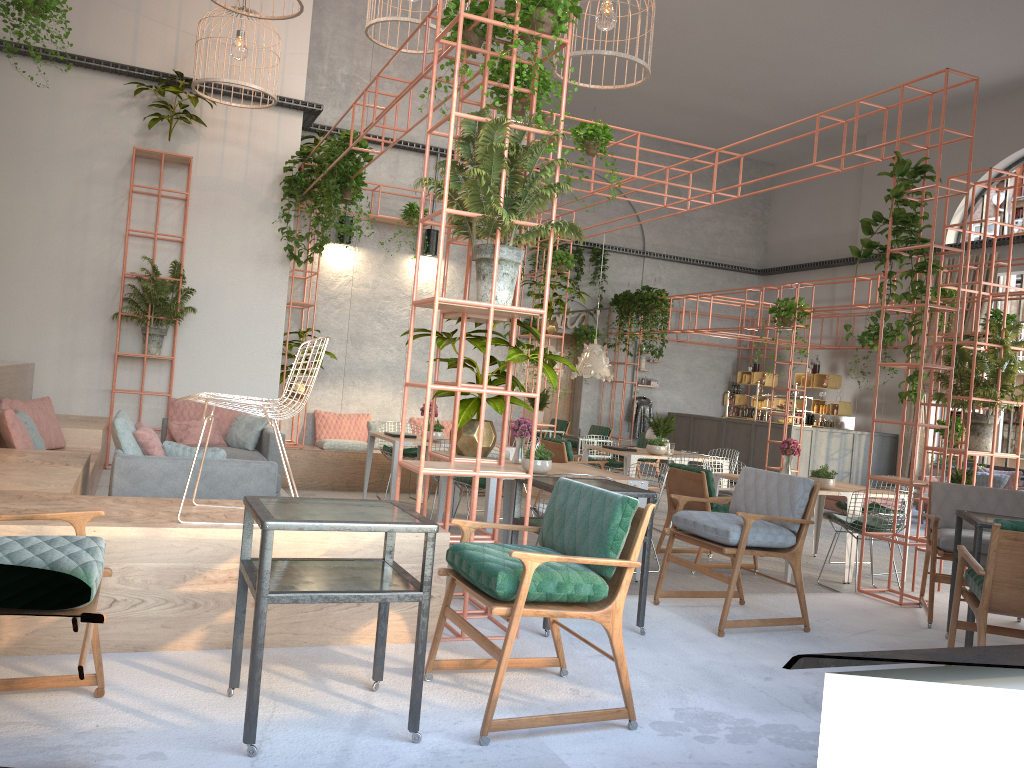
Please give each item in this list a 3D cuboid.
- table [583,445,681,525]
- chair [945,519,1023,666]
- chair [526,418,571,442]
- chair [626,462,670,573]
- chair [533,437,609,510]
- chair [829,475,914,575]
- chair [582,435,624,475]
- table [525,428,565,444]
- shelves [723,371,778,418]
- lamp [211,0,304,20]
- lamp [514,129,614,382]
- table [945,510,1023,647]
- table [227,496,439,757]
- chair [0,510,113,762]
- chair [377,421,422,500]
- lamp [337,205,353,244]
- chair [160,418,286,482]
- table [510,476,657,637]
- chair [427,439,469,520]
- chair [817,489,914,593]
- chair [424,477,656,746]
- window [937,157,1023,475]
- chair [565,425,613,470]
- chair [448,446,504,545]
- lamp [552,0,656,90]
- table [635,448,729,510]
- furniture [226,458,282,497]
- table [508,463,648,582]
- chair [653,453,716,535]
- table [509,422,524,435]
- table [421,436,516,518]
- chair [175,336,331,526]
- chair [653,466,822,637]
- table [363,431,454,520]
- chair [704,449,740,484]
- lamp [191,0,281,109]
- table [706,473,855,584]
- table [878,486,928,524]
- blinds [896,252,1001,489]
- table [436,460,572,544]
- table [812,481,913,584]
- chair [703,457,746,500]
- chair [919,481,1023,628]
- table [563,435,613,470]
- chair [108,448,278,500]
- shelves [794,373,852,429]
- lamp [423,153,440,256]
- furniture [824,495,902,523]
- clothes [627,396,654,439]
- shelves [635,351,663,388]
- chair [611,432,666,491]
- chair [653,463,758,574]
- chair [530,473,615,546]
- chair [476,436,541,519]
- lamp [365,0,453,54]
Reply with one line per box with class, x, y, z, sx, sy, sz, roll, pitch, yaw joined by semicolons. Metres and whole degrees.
table;1.434;1.243;10.988;0.694;0.830;1.205;5;0;-23
chair;2.506;1.098;4.145;0.722;0.917;0.685;5;0;17
chair;0.699;1.156;17.791;0.685;0.930;0.722;5;0;-23
chair;0.988;1.153;7.859;0.717;0.941;0.565;5;0;-26
chair;0.731;1.140;10.801;0.685;0.917;0.722;5;0;-23
chair;3.618;1.386;8.910;0.717;0.941;0.565;5;0;-26
chair;1.254;1.183;11.937;0.565;0.941;0.717;5;0;-21
table;0.507;1.203;15.826;0.635;0.798;0.602;5;0;-23
shelves;5.393;0.650;19.840;0.328;1.838;1.750;5;0;-23
lamp;-2.190;-5.220;8.054;0.883;3.476;0.883;5;0;30
lamp;0.771;-2.121;15.871;0.704;4.052;4.456;5;0;-23
table;2.911;1.193;5.123;0.602;0.798;0.635;5;0;17
table;-0.695;0.873;3.364;0.635;0.798;0.602;5;0;-23
chair;-1.701;0.720;2.945;0.685;0.929;0.722;5;0;-23
chair;-1.341;0.953;10.848;0.565;0.941;0.717;5;0;-21
lamp;-2.189;-2.606;11.911;0.179;1.425;0.185;5;0;-23
chair;-2.944;0.743;8.942;1.127;0.672;1.052;5;0;-23
table;0.380;0.970;5.093;0.635;0.798;0.602;5;0;-23
chair;-0.620;1.014;9.138;0.565;0.941;0.717;5;0;-6
chair;3.061;1.335;7.665;0.565;0.941;0.717;5;0;-6
chair;0.102;0.880;3.702;0.685;0.929;0.722;5;0;-23
window;8.896;-1.241;14.451;0.089;5.538;4.127;5;0;-23
chair;1.366;1.211;16.192;0.685;0.930;0.722;5;0;-23
chair;-0.289;1.042;8.324;0.565;0.941;0.717;5;0;-21
lamp;0.948;-4.524;7.965;0.883;3.476;0.883;5;0;30
table;2.073;1.299;11.260;0.694;0.830;1.214;5;0;-23
furniture;-2.540;0.890;7.668;0.941;0.446;0.975;5;0;-23
table;0.528;1.157;7.647;0.694;0.830;1.214;5;0;-23
chair;1.975;1.244;10.227;0.565;0.941;0.717;5;0;-6
table;-0.168;1.146;17.445;0.635;0.798;0.602;5;0;-23
table;-0.522;1.069;10.171;0.694;0.830;1.214;5;0;-23
chair;-1.307;0.197;4.422;0.717;0.941;0.565;5;0;-14
chair;1.399;0.997;5.509;0.685;0.929;0.722;5;0;-23
table;-1.160;1.012;9.899;0.694;0.830;1.205;5;0;-23
chair;2.531;1.295;11.472;0.717;0.941;0.565;5;0;-26
lamp;-2.852;-4.856;9.612;0.883;3.476;0.883;5;0;30
table;2.519;1.346;8.426;0.694;0.830;1.205;5;0;-23
table;6.174;1.868;13.746;0.520;0.455;0.916;5;0;-23
blinds;8.259;-0.055;14.353;0.414;4.389;4.957;5;0;-22
table;-0.109;1.101;7.375;0.694;0.830;1.205;5;0;-23
table;3.158;1.402;8.699;0.694;0.830;1.214;5;0;-23
chair;2.340;1.275;9.375;0.565;0.941;0.717;5;0;-21
chair;3.161;1.160;5.936;0.722;0.914;0.685;5;0;17
table;1.181;1.259;14.207;0.635;0.798;0.602;5;0;-23
chair;-2.285;0.754;6.314;1.056;0.586;1.127;5;0;-23
shelves;6.131;0.712;18.068;0.328;1.838;1.750;5;0;-23
lamp;-1.079;-2.508;12.377;0.179;1.425;0.185;5;0;-23
furniture;5.103;1.774;13.253;0.941;0.446;0.976;5;0;-23
clothes;2.905;0.781;19.764;0.625;0.997;0.366;5;0;-43
shelves;3.059;-0.325;19.789;0.560;0.790;0.186;5;0;-23
chair;2.046;1.268;14.558;0.685;0.929;0.722;5;0;-23
chair;1.817;1.231;8.239;0.685;0.917;0.722;5;0;-23
chair;0.432;1.102;6.614;0.565;0.941;0.717;5;0;-6
chair;-0.063;1.065;10.383;0.717;0.941;0.565;5;0;-26
lamp;-0.931;-5.326;9.217;0.883;3.476;0.883;5;0;30
